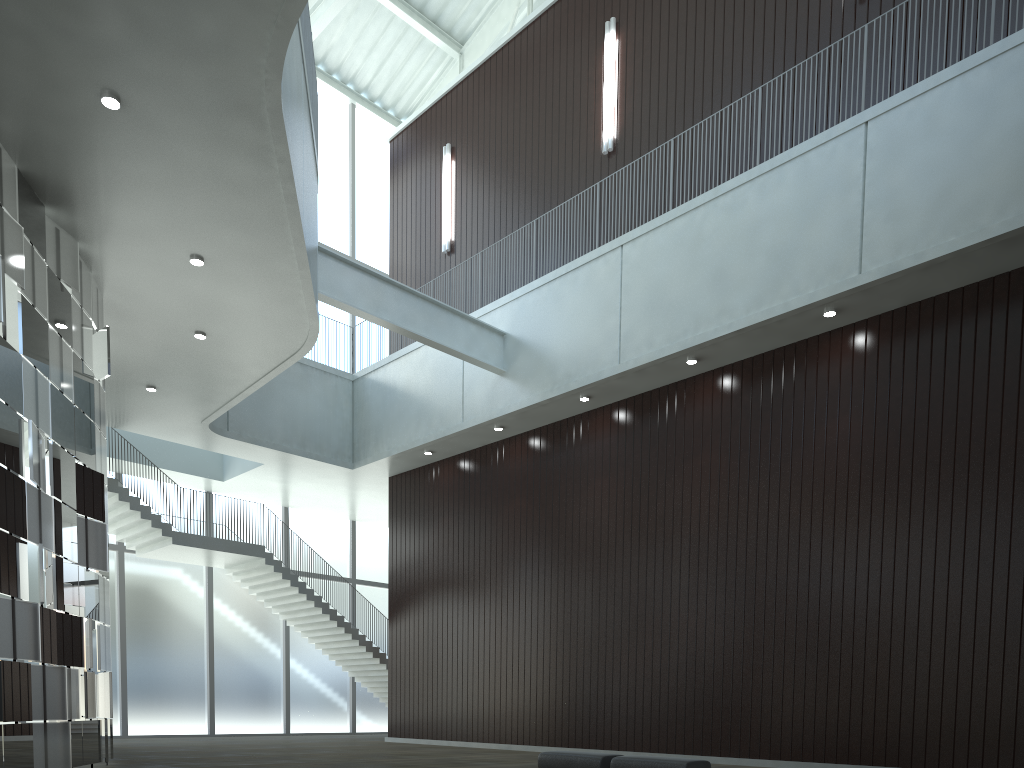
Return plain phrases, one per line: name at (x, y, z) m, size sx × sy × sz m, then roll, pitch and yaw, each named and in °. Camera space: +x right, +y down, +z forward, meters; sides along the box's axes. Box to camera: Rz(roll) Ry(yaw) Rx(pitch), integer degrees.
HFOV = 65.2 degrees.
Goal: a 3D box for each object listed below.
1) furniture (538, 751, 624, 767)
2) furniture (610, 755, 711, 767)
furniture at (3.365, 18.283, 38.579) m, size 2.203 × 1.038 × 4.144 m, roll 16°, pitch -25°, yaw -41°
furniture at (6.532, 17.020, 35.355) m, size 2.203 × 1.038 × 4.144 m, roll 16°, pitch -25°, yaw -41°
